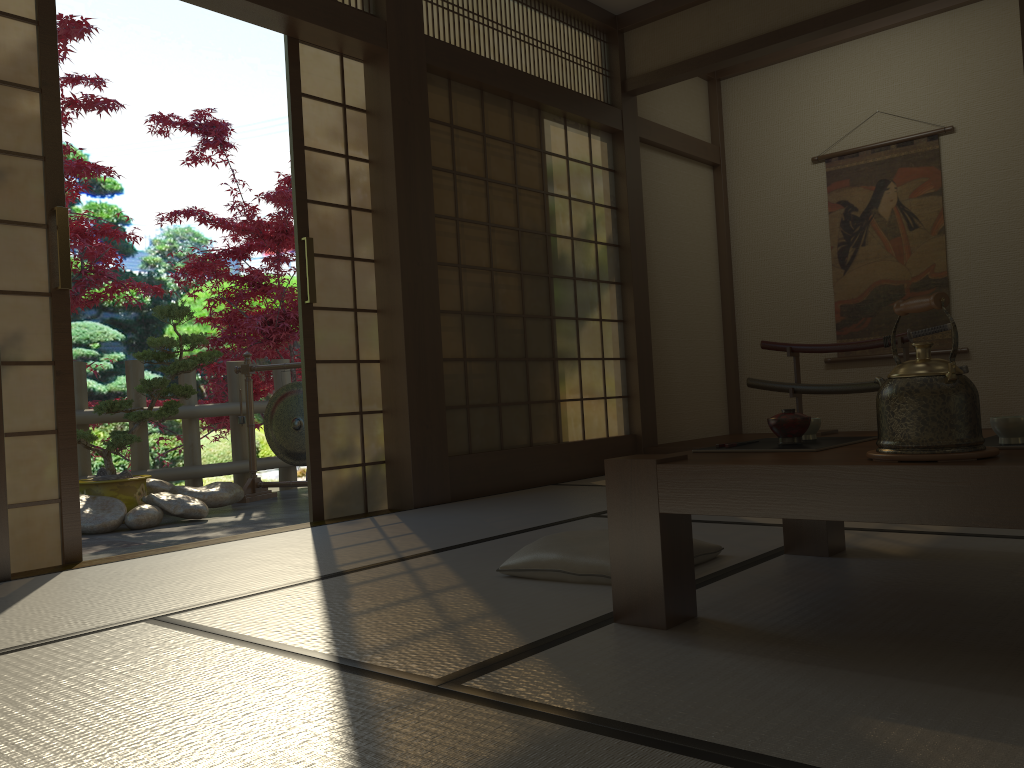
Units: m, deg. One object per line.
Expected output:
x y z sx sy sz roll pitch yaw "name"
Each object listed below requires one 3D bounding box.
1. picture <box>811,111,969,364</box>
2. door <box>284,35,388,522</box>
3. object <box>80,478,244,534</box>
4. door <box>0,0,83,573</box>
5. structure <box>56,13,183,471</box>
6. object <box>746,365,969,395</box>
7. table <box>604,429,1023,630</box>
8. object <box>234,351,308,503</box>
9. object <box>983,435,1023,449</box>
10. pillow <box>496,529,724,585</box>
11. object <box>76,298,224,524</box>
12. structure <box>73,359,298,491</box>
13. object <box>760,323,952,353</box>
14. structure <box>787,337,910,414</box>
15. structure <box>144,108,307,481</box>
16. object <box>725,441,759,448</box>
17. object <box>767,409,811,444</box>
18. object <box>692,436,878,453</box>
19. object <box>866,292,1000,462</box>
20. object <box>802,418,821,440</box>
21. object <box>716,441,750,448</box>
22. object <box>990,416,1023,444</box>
2.582 -1.035 6.138 0.952 1.725 0.038 -4 -1 41 "picture"
-0.344 -0.499 4.769 0.073 2.380 1.894 -4 -1 41 "door"
-2.286 0.704 5.421 1.147 0.276 1.260 -4 -1 37 "object"
-2.251 -0.431 2.556 0.073 2.380 1.894 -4 -1 41 "door"
-4.012 -0.925 5.824 3.412 4.004 3.045 -3 -1 -17 "structure"
2.112 -0.010 5.543 1.369 0.144 0.100 -4 -1 42 "object"
0.911 0.297 1.954 1.000 0.350 1.000 -4 -1 41 "table"
-1.473 0.268 6.160 1.045 1.061 0.368 -4 -1 19 "object"
1.121 0.114 1.809 0.300 0.007 0.400 -4 -1 41 "object"
0.286 0.483 2.529 0.486 0.107 0.496 -4 -1 34 "pillow"
-2.291 0.152 5.482 1.032 1.362 0.586 -3 -1 -23 "object"
-2.787 0.399 5.858 0.245 1.136 7.456 -4 -1 41 "structure"
2.115 -0.263 5.531 1.186 0.121 0.086 -4 -1 42 "object"
2.128 0.039 5.588 0.712 0.604 0.446 -4 -1 41 "structure"
-1.742 -1.004 8.586 3.412 4.004 3.045 -4 -1 43 "structure"
0.570 0.145 2.185 0.008 0.008 0.200 -4 -1 37 "object"
0.657 0.099 2.099 0.100 0.080 0.100 -4 -1 41 "object"
0.669 0.146 2.153 0.300 0.007 0.400 -4 -1 41 "object"
0.754 -0.013 1.623 0.226 0.296 0.219 -4 -1 36 "object"
0.746 0.114 2.248 0.074 0.052 0.073 -3 -1 -6 "object"
0.557 0.146 2.197 0.008 0.008 0.200 -4 -1 41 "object"
0.988 0.091 1.753 0.074 0.052 0.073 -3 -1 -6 "object"
